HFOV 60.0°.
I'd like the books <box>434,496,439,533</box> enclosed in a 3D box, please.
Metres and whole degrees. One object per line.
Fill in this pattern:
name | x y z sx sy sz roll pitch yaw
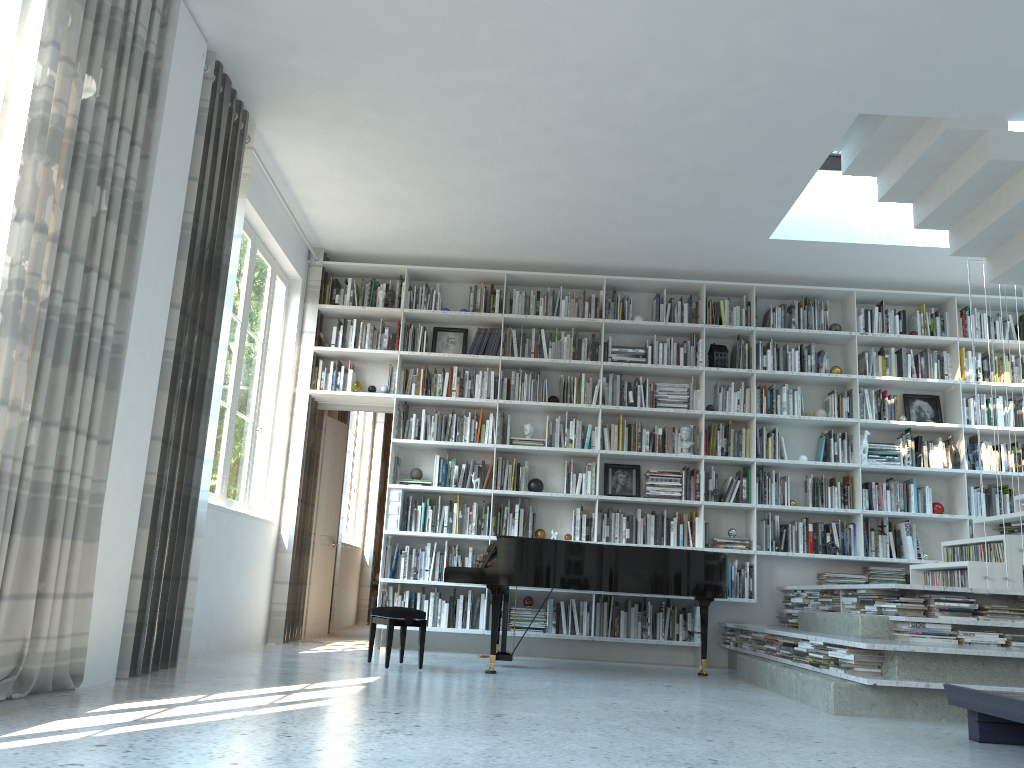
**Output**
books | -0.609 1.074 7.222 0.019 0.299 0.180 3 -13 1

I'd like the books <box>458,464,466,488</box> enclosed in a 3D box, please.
books | -0.411 0.776 7.317 0.056 0.213 0.143 3 -13 1

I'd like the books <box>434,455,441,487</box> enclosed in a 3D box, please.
books | -0.614 0.733 7.313 0.024 0.272 0.150 3 -13 1

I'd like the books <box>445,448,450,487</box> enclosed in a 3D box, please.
books | -0.534 0.709 7.330 0.011 0.335 0.154 3 -13 1

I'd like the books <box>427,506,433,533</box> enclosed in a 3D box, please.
books | -0.670 1.111 7.218 0.015 0.218 0.190 3 -13 1

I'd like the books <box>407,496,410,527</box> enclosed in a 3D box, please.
books | -0.844 1.072 7.249 0.016 0.289 0.153 3 -13 1

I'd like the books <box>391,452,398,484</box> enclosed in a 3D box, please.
books | -0.971 0.711 7.331 0.012 0.284 0.160 3 -13 1

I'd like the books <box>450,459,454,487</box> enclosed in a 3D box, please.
books | -0.490 0.754 7.319 0.022 0.248 0.129 3 -13 1

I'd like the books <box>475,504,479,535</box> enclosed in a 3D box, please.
books | -0.287 1.115 7.234 0.013 0.259 0.143 3 -13 1

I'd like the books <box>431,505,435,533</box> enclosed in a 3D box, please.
books | -0.637 1.114 7.248 0.016 0.230 0.136 3 -13 1

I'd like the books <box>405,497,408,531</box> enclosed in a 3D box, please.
books | -0.856 1.074 7.250 0.008 0.284 0.160 3 -13 1

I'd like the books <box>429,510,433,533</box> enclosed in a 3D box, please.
books | -0.655 1.126 7.210 0.016 0.188 0.184 3 -13 1

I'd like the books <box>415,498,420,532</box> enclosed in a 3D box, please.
books | -0.770 1.078 7.233 0.008 0.279 0.164 3 -13 1

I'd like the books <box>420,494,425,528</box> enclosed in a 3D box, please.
books | -0.732 1.063 7.239 0.006 0.314 0.146 3 -13 1

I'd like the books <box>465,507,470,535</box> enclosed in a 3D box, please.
books | -0.362 1.126 7.232 0.025 0.228 0.153 3 -13 1

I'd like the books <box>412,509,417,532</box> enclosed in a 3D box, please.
books | -0.785 1.116 7.203 0.019 0.189 0.193 3 -13 1

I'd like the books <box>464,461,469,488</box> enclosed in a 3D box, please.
books | -0.376 0.764 7.319 0.013 0.241 0.141 3 -13 1

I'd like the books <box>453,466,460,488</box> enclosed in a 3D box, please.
books | -0.455 0.777 7.282 0.029 0.189 0.189 3 -13 1

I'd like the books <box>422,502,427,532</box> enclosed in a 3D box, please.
books | -0.713 1.095 7.216 0.009 0.244 0.185 3 -13 1

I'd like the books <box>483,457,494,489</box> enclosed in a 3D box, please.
books | -0.189 0.746 7.273 0.082 0.275 0.229 3 -13 1

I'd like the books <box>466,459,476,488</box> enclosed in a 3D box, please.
books | -0.339 0.756 7.306 0.060 0.254 0.159 3 -13 1

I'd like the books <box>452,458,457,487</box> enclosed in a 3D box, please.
books | -0.473 0.750 7.301 0.011 0.250 0.172 3 -13 1

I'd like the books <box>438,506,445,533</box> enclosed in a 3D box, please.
books | -0.567 1.117 7.243 0.045 0.229 0.138 3 -13 1

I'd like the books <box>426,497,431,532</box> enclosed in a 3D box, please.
books | -0.679 1.076 7.219 0.007 0.285 0.182 3 -13 1

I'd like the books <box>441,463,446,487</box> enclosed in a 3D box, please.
books | -0.558 0.763 7.283 0.029 0.207 0.190 3 -13 1

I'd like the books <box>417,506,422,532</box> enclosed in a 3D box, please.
books | -0.746 1.108 7.220 0.015 0.216 0.180 3 -13 1

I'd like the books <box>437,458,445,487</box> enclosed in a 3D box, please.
books | -0.587 0.745 7.318 0.031 0.255 0.143 3 -13 1

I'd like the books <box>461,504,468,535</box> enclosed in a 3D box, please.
books | -0.388 1.112 7.220 0.028 0.248 0.159 3 -13 1

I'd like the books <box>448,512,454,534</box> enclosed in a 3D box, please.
books | -0.491 1.138 7.210 0.029 0.181 0.190 3 -13 1

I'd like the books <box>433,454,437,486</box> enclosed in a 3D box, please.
books | -0.631 0.727 7.315 0.012 0.284 0.160 3 -13 1

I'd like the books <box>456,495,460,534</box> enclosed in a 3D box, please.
books | -0.438 1.074 7.232 0.021 0.322 0.172 3 -13 1

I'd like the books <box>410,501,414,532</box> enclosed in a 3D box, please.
books | -0.811 1.090 7.246 0.022 0.256 0.142 3 -13 1

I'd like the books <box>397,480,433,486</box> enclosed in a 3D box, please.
books | -0.792 0.816 7.297 0.285 0.012 0.160 2 -13 5

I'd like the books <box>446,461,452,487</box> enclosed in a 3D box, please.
books | -0.516 0.763 7.324 0.030 0.231 0.148 3 -13 1

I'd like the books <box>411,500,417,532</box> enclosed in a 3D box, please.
books | -0.796 1.083 7.227 0.007 0.263 0.177 3 -13 1

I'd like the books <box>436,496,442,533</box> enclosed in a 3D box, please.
books | -0.593 1.074 7.234 0.012 0.305 0.190 3 -13 1

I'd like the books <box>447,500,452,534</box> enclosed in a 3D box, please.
books | -0.509 1.091 7.230 0.014 0.281 0.150 3 -13 1

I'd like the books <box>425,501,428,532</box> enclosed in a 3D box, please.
books | -0.687 1.085 7.241 0.009 0.277 0.158 3 -13 1

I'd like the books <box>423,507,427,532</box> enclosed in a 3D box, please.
books | -0.701 1.119 7.243 0.016 0.210 0.146 3 -13 1

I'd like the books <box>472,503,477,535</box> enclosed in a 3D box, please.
books | -0.304 1.107 7.217 0.021 0.265 0.186 3 -13 1

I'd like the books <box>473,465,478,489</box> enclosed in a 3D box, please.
books | -0.295 0.780 7.293 0.030 0.207 0.172 3 -13 1

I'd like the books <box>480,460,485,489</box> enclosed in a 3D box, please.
books | -0.241 0.765 7.309 0.021 0.250 0.154 3 -13 1

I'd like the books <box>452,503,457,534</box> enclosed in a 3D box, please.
books | -0.461 1.107 7.228 0.026 0.253 0.177 3 -13 1

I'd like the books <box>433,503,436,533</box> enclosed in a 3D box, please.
books | -0.623 1.082 7.257 0.009 0.298 0.141 3 -13 1

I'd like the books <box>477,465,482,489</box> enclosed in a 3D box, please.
books | -0.266 0.783 7.302 0.027 0.209 0.144 3 -13 1

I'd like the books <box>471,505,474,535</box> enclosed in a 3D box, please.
books | -0.321 1.120 7.232 0.010 0.245 0.160 3 -13 1

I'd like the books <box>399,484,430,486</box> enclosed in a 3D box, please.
books | -0.794 0.841 7.299 0.254 0.012 0.161 3 -13 2

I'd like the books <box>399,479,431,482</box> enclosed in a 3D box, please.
books | -0.792 0.806 7.307 0.254 0.012 0.161 3 -13 2

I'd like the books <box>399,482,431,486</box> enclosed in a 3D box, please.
books | -0.793 0.828 7.297 0.254 0.012 0.161 4 -13 -2

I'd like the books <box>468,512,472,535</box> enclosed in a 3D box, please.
books | -0.339 1.145 7.231 0.023 0.193 0.140 3 -13 1

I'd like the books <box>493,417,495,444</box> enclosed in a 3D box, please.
books | -0.146 0.410 7.397 0.036 0.257 0.123 3 -13 1

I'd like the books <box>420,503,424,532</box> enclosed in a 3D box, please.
books | -0.724 1.098 7.229 0.014 0.242 0.171 3 -13 1

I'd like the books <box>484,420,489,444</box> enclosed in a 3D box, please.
books | -0.208 0.422 7.388 0.031 0.223 0.145 3 -13 1

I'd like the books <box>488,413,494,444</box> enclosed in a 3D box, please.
books | -0.178 0.395 7.399 0.027 0.285 0.148 3 -13 1

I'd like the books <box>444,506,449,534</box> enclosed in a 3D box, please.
books | -0.531 1.115 7.226 0.027 0.229 0.159 3 -13 1

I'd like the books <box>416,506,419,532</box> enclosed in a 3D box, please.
books | -0.760 1.110 7.232 0.015 0.217 0.177 3 -13 1

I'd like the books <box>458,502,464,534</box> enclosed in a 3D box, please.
books | -0.415 1.104 7.217 0.028 0.260 0.181 3 -13 1

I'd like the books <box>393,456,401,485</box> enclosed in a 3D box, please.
books | -0.952 0.730 7.316 0.028 0.242 0.157 3 -13 1

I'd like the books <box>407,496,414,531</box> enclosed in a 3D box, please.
books | -0.828 1.069 7.242 0.014 0.293 0.172 3 -13 1
